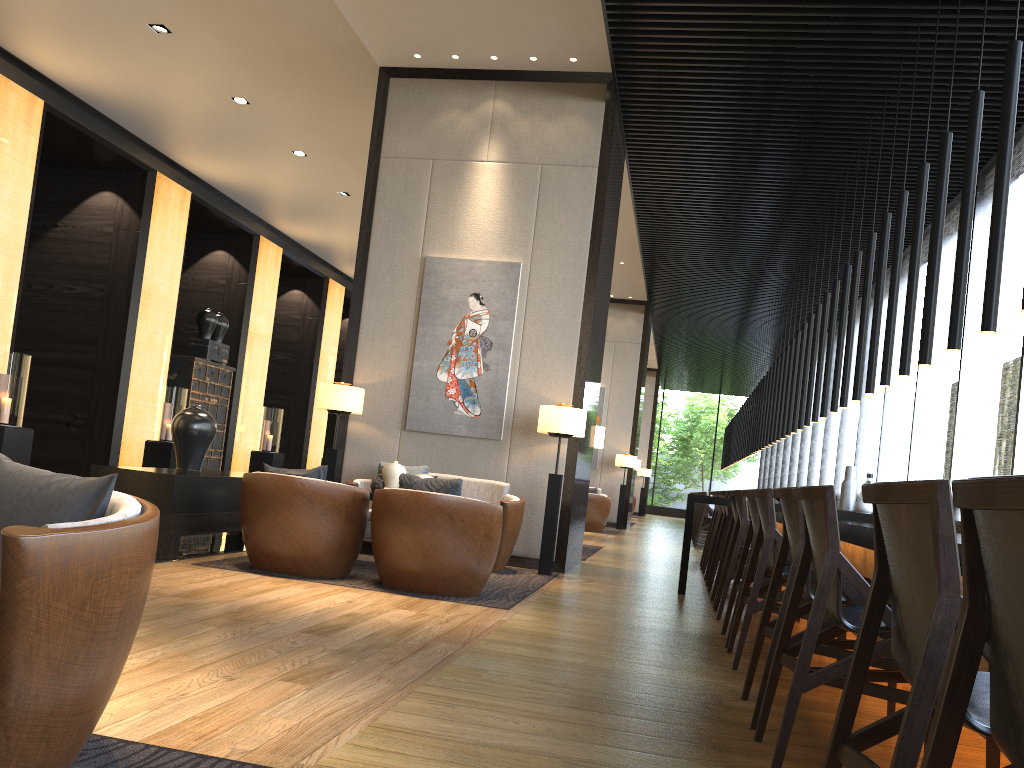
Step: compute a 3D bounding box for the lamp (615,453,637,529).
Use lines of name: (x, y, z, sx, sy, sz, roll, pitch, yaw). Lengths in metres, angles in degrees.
lamp: (1.970, 1.911, 15.741, 0.374, 1.347, 0.377, 5, -3, 30)

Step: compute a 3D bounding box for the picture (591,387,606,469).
picture: (1.228, 0.768, 16.260, 0.833, 1.498, 0.037, 6, -3, 11)

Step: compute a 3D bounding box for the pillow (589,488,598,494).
pillow: (1.140, 1.786, 13.887, 0.398, 0.361, 0.223, 6, -3, 12)

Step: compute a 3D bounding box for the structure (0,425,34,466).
structure: (-5.153, 0.742, 8.879, 0.402, 0.656, 0.404, 6, -3, 11)

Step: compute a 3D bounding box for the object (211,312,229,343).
object: (-4.526, -0.870, 13.626, 0.312, 0.491, 0.312, 7, -3, -8)

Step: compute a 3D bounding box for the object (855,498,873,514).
object: (2.613, 0.848, 6.544, 0.136, 0.217, 0.136, 7, -3, -2)

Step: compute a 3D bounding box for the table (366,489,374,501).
table: (-0.789, 1.045, 6.247, 1.041, 0.516, 0.578, 5, -4, 11)

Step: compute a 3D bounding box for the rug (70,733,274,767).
rug: (-1.711, 0.683, 1.177, 2.038, 0.008, 2.252, 5, -6, 11)

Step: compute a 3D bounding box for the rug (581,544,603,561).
rug: (-0.087, 1.755, 9.878, 2.038, 0.008, 2.252, 5, -6, 11)

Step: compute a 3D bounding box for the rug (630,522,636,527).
rug: (1.550, 2.836, 18.649, 2.038, 0.008, 2.252, 5, -6, 11)

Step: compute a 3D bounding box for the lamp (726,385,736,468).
lamp: (5.826, 1.009, 23.461, 0.060, 2.414, 0.060, 6, -3, 16)

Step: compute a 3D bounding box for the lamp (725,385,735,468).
lamp: (5.919, 1.070, 23.958, 0.060, 2.414, 0.060, 6, -3, 16)

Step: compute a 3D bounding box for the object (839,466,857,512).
object: (2.546, 0.791, 6.687, 0.113, 0.343, 0.113, 6, -3, 6)

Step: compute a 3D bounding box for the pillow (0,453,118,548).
pillow: (-1.141, 0.328, 2.106, 0.441, 0.337, 0.206, 5, -4, 18)

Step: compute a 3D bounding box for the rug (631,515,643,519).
rug: (2.492, 3.458, 23.696, 1.955, 0.008, 2.252, 5, -6, 11)

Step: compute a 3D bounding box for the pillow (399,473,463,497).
pillow: (-0.485, 0.713, 5.181, 0.398, 0.361, 0.223, 6, -3, 12)

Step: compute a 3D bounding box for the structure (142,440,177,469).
structure: (-4.615, 1.097, 11.760, 0.402, 0.656, 0.404, 6, -3, 11)

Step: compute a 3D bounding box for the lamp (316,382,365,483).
lamp: (-1.483, 0.662, 7.334, 0.376, 1.344, 0.374, 8, -3, -28)

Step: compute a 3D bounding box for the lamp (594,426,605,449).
lamp: (0.667, 1.050, 8.757, 0.375, 1.347, 0.376, 6, -3, 1)

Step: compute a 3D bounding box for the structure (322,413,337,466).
structure: (-1.622, 0.807, 8.265, 0.240, 1.214, 0.241, 6, -3, 11)

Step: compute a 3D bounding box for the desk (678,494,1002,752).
desk: (3.093, 1.904, 11.516, 1.778, 0.757, 28.872, 5, -6, 11)

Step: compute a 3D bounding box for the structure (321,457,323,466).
structure: (-3.540, 1.808, 17.523, 0.402, 0.656, 0.404, 6, -3, 11)

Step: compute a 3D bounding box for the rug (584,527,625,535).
rug: (0.855, 2.377, 14.925, 1.955, 0.008, 2.252, 5, -6, 11)

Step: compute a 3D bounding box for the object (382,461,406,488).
object: (-0.840, 0.663, 6.275, 0.172, 0.235, 0.171, 10, -5, -44)

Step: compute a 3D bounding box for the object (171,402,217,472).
object: (-2.291, 0.376, 6.356, 0.311, 0.491, 0.313, 5, -4, 30)

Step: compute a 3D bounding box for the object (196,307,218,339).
object: (-4.586, -0.910, 13.299, 0.312, 0.491, 0.311, 8, -4, -23)

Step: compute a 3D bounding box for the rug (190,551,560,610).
rug: (-0.769, 1.305, 6.224, 1.955, 0.008, 2.252, 5, -6, 11)

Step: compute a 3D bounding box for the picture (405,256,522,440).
picture: (-0.409, -0.313, 7.487, 0.833, 1.498, 0.037, 6, -3, 11)

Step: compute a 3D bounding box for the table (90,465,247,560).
table: (-2.172, 0.897, 6.370, 0.619, 0.511, 1.969, 6, -6, 11)

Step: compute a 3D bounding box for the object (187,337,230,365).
object: (-4.595, -0.488, 13.436, 0.365, 0.314, 0.609, 6, -5, 11)

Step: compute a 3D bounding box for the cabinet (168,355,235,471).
cabinet: (-4.836, 0.606, 13.383, 0.547, 1.917, 1.192, 6, -3, 11)

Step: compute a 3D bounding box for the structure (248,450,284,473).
structure: (-4.078, 1.452, 14.641, 0.402, 0.656, 0.404, 6, -3, 11)

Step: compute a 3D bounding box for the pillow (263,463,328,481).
pillow: (-1.324, 0.638, 5.342, 0.441, 0.337, 0.206, 5, -4, 18)

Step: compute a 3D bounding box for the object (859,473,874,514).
object: (2.697, 0.830, 6.701, 0.129, 0.304, 0.129, 7, -3, -3)

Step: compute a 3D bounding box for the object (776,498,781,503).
object: (2.084, 0.888, 6.749, 0.227, 0.067, 0.228, 5, -6, 14)

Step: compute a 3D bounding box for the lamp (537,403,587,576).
lamp: (0.336, 0.831, 6.983, 0.374, 1.347, 0.377, 4, -4, 41)

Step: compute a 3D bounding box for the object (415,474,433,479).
object: (-0.642, 0.725, 6.292, 0.245, 0.167, 0.246, 5, -5, 14)

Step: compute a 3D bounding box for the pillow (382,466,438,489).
pillow: (-0.836, 0.856, 7.058, 0.471, 0.360, 0.220, 6, -3, 8)

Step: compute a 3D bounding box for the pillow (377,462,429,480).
pillow: (-0.904, 0.845, 7.230, 0.433, 0.398, 0.201, 7, -3, -11)

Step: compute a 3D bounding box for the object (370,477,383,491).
object: (-0.977, 0.721, 6.389, 0.092, 0.111, 0.091, 8, -4, -27)
